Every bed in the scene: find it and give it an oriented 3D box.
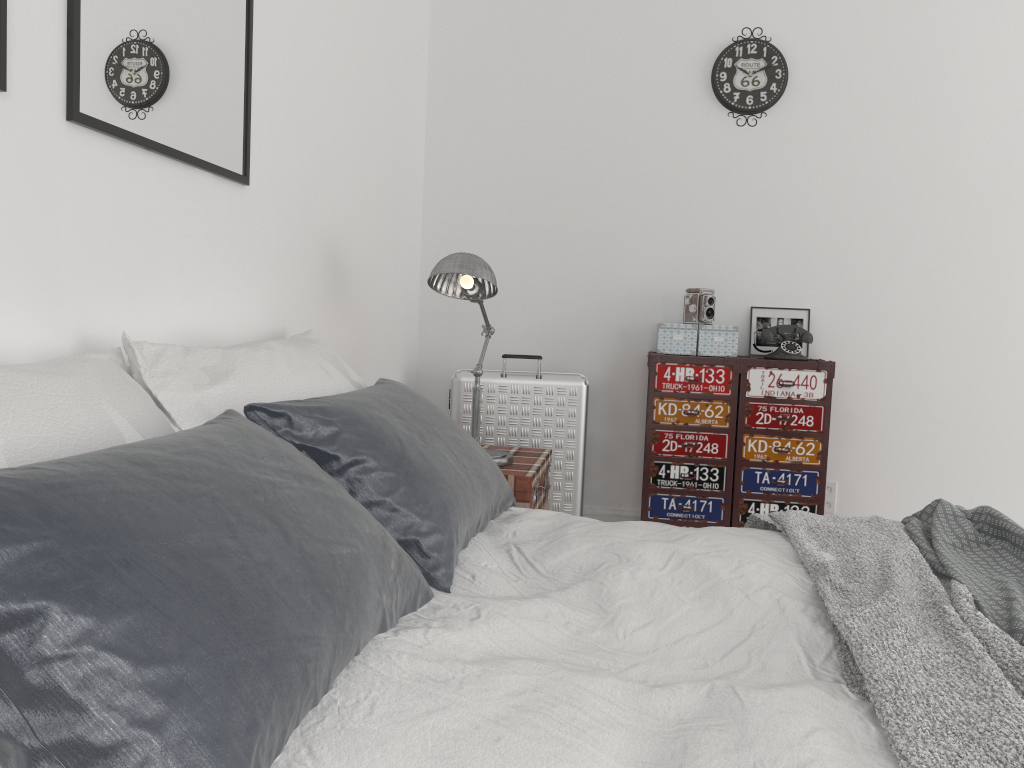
[{"bbox_3d":[0.399,0.490,1.467,2.473,0.926,2.217,3,4,8],"label":"bed"}]

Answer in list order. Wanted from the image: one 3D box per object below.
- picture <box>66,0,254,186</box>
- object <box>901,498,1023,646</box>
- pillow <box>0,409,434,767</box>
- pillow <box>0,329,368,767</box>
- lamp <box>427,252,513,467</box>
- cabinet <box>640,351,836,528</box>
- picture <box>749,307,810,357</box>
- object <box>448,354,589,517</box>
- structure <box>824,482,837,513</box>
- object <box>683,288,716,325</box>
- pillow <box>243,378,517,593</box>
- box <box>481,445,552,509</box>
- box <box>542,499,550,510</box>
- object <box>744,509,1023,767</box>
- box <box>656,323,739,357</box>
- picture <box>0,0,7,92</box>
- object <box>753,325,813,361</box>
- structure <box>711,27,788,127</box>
[{"bbox_3d":[-0.721,-0.730,1.907,0.015,0.486,0.720,3,4,8],"label":"picture"},{"bbox_3d":[1.037,0.533,1.389,0.536,0.377,2.154,3,4,10],"label":"object"},{"bbox_3d":[-0.378,0.239,1.117,0.405,0.329,0.837,3,4,8],"label":"pillow"},{"bbox_3d":[-0.517,0.148,1.596,0.465,0.529,1.965,3,4,7],"label":"pillow"},{"bbox_3d":[-0.128,-0.076,2.972,0.269,0.699,0.488,3,4,8],"label":"lamp"},{"bbox_3d":[0.947,0.348,3.835,0.762,0.942,0.281,3,4,8],"label":"cabinet"},{"bbox_3d":[1.179,-0.227,3.909,0.254,0.218,0.037,3,4,8],"label":"picture"},{"bbox_3d":[0.001,0.317,3.928,0.647,0.902,0.208,2,4,-2],"label":"object"},{"bbox_3d":[1.401,0.504,3.937,0.070,0.140,0.009,3,4,8],"label":"structure"},{"bbox_3d":[0.818,-0.333,3.822,0.121,0.157,0.117,0,5,-33],"label":"object"},{"bbox_3d":[-0.242,0.185,1.998,0.405,0.339,0.842,3,4,8],"label":"pillow"},{"bbox_3d":[-0.133,0.353,3.170,0.537,0.185,0.647,3,4,8],"label":"box"},{"bbox_3d":[-0.145,0.540,3.126,0.537,0.185,0.647,3,4,8],"label":"box"},{"bbox_3d":[0.663,0.619,1.427,0.521,0.500,2.236,3,4,11],"label":"object"},{"bbox_3d":[0.795,-0.191,3.830,0.332,0.131,0.242,3,4,8],"label":"box"},{"bbox_3d":[-0.827,-0.849,1.106,0.015,0.810,0.545,3,4,8],"label":"picture"},{"bbox_3d":[1.155,-0.177,3.783,0.216,0.155,0.181,5,5,38],"label":"object"},{"bbox_3d":[1.036,-1.341,3.859,0.330,0.427,0.043,3,4,8],"label":"structure"}]
